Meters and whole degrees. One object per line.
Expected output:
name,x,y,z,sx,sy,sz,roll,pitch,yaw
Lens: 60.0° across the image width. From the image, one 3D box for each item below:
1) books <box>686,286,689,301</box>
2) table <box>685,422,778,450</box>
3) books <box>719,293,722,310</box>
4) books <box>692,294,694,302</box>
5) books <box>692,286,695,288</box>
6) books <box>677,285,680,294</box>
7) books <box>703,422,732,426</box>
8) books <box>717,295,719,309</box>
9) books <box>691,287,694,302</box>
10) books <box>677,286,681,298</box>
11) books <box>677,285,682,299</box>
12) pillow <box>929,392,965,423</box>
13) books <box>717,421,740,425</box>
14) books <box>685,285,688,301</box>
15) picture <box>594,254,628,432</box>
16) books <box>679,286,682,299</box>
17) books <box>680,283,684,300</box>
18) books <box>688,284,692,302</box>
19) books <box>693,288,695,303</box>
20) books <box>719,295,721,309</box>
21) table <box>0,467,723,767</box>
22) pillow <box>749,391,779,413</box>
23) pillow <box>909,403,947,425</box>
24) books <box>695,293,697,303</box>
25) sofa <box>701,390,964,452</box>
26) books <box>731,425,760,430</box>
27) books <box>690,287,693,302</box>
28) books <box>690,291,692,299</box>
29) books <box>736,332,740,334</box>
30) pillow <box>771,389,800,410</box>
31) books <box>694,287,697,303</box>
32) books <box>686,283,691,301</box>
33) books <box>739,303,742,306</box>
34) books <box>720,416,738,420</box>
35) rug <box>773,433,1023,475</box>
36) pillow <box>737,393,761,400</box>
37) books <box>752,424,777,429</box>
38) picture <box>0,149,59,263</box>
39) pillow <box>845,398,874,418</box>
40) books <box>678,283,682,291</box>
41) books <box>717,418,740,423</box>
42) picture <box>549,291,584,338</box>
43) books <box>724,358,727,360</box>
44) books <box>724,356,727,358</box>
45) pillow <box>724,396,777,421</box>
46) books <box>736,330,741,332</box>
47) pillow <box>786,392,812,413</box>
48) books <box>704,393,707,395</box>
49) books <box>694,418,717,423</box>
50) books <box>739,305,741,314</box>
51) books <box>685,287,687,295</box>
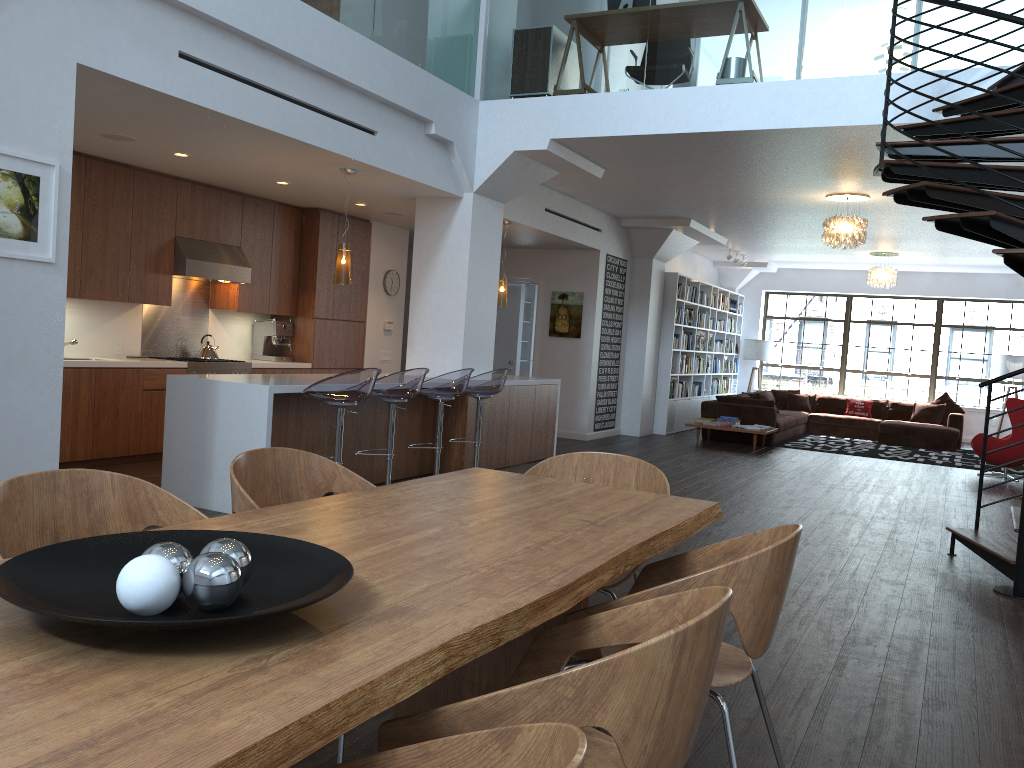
books,2.641,-1.403,13.730,0.174,0.242,0.105,5,3,27
table,3.055,0.720,12.353,1.100,0.271,0.853,5,3,27
books,3.614,-1.458,15.674,0.176,0.290,0.053,5,3,27
books,2.774,-1.414,14.000,0.182,0.255,0.077,5,3,27
books,2.802,-1.422,14.091,0.180,0.265,0.103,5,3,27
books,2.389,-1.383,13.230,0.182,0.215,0.188,5,3,27
books,2.848,0.554,12.317,0.340,0.035,0.236,2,4,-38
books,3.494,-1.433,15.433,0.189,0.247,0.057,5,3,27
books,2.762,-1.410,13.953,0.182,0.253,0.098,5,3,27
books,2.422,-1.382,13.315,0.167,0.210,0.162,5,3,27
books,2.459,-1.387,13.369,0.161,0.218,0.101,5,3,27
pillow,7.233,0.420,14.931,0.651,0.587,0.335,4,3,6
books,3.092,0.553,12.644,0.312,0.037,0.216,5,3,17
books,2.614,-1.407,13.683,0.170,0.251,0.118,5,3,27
picture,1.362,-0.549,12.178,0.021,2.380,0.800,5,3,27
books,2.476,-1.390,13.398,0.161,0.222,0.084,5,3,27
books,2.505,-1.406,13.467,0.170,0.251,0.118,5,3,27
books,2.701,-1.429,13.867,0.197,0.290,0.136,5,3,27
books,2.797,-1.408,14.033,0.174,0.243,0.085,5,3,27
books,3.577,-1.435,15.600,0.171,0.246,0.057,5,3,27
table,-0.611,0.763,1.583,1.012,0.750,3.803,5,3,27
pillow,4.132,0.322,14.581,0.325,0.391,0.625,7,4,43
pillow,6.970,0.487,14.880,0.248,0.362,0.542,1,4,-42
books,2.865,-1.407,14.191,0.167,0.233,0.077,5,3,27
sofa,5.232,0.587,14.093,3.481,0.664,4.197,5,3,27
books,3.202,0.586,12.128,0.231,0.040,0.342,3,3,-23
books,2.745,-1.408,13.925,0.159,0.248,0.089,5,3,27
books,2.726,-1.395,13.899,0.161,0.222,0.083,5,3,27
books,4.197,-0.983,16.973,0.197,0.035,0.284,2,3,-33
pillow,4.971,0.295,15.970,0.580,0.418,0.334,4,3,0
books,2.842,-1.415,14.124,0.182,0.255,0.077,5,3,27
books,2.677,-1.429,13.809,0.176,0.293,0.125,5,3,27
books,4.347,-1.449,17.097,0.140,0.231,0.042,5,3,27
books,3.098,0.486,12.642,0.224,0.027,0.157,6,3,32
rug,6.186,1.036,13.047,4.200,0.007,3.100,5,3,28
pillow,3.585,0.328,13.257,0.269,0.411,0.559,3,3,-17
books,3.495,0.595,12.366,0.350,0.035,0.256,2,4,-38
picture,-2.394,-0.854,4.215,0.018,0.500,0.500,5,3,27
pillow,6.058,0.429,15.474,0.465,0.308,0.220,5,3,23
books,2.484,-1.404,13.429,0.159,0.248,0.089,5,3,27
books,3.092,0.517,12.648,0.279,0.035,0.191,6,4,37
picture,0.719,-0.920,11.769,0.450,0.600,0.030,5,3,27
books,3.813,-0.469,16.263,0.223,0.031,0.161,5,3,27
books,3.819,-0.499,16.269,0.224,0.030,0.161,6,4,37
pillow,3.496,0.376,13.004,0.750,0.364,0.289,5,3,26
books,4.199,-1.017,16.971,0.284,0.033,0.197,7,4,42
pillow,5.096,0.330,15.799,0.489,0.337,0.238,4,3,-4
books,3.202,0.157,15.291,0.284,0.035,0.197,5,3,27
books,2.783,0.523,12.733,0.241,0.045,0.334,5,3,28
books,4.311,-1.430,17.025,0.136,0.196,0.045,5,3,27
books,2.586,-1.390,13.615,0.161,0.222,0.084,5,3,27
